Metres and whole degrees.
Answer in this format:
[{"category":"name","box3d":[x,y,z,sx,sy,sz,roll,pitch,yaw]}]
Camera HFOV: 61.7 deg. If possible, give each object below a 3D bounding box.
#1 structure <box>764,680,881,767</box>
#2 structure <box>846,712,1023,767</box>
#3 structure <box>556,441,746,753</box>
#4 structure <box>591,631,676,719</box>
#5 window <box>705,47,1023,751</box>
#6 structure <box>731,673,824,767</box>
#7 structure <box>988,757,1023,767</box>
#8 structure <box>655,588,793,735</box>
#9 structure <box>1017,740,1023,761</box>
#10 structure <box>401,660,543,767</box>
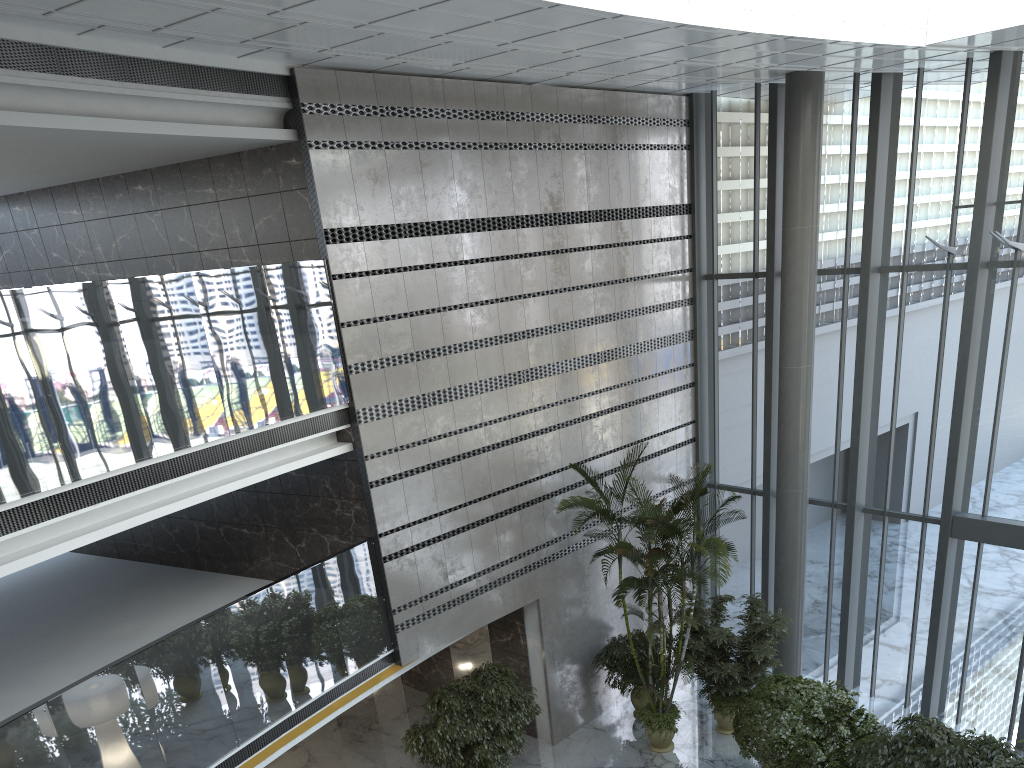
[{"category":"structure","box3d":[3.911,4.708,10.834,1.367,2.165,1.137,-11,20,-16]},{"category":"structure","box3d":[4.883,4.792,9.996,1.634,2.082,1.843,-9,17,-10]},{"category":"structure","box3d":[2.038,3.199,12.119,2.374,5.122,2.358,-20,24,-34]},{"category":"structure","box3d":[1.968,4.647,13.692,1.395,1.702,1.029,-6,19,-1]},{"category":"window","box3d":[0.932,1.361,6.036,18.290,11.084,12.643,-13,16,-28]},{"category":"structure","box3d":[3.731,4.765,11.747,1.423,1.773,1.465,-1,18,15]},{"category":"structure","box3d":[4.504,4.892,8.171,2.148,2.566,2.215,6,20,33]},{"category":"structure","box3d":[3.262,4.232,12.945,1.803,2.526,1.752,5,21,30]},{"category":"structure","box3d":[6.343,4.337,8.340,3.113,3.259,3.511,-15,18,-29]},{"category":"structure","box3d":[-0.489,4.948,11.861,2.015,2.176,1.490,-9,18,-11]}]
